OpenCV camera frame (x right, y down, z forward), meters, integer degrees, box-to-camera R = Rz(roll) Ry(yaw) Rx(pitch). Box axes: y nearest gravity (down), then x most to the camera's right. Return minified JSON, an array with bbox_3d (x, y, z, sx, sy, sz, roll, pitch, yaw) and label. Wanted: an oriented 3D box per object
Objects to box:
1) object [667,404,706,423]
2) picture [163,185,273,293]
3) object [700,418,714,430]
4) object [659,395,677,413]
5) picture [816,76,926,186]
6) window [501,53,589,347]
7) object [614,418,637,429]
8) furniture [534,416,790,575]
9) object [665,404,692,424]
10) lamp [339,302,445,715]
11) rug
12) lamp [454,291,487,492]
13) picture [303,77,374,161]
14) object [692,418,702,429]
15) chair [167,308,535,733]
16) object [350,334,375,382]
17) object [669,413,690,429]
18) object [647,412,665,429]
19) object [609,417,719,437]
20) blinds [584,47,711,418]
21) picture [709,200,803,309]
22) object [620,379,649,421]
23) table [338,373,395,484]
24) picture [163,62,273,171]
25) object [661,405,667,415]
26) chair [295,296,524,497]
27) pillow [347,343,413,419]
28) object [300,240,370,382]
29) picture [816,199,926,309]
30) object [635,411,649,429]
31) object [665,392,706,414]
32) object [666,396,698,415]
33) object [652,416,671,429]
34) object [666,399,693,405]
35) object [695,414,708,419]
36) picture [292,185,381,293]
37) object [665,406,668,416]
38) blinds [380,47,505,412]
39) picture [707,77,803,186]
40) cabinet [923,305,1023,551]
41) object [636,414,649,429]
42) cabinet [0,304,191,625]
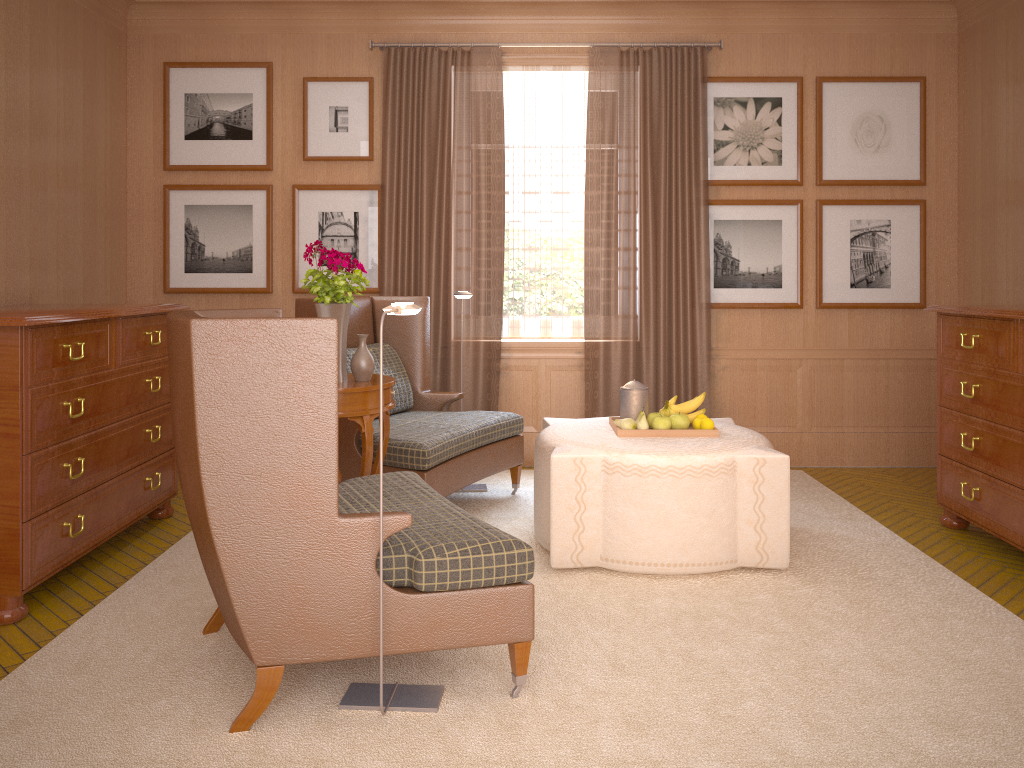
[{"bbox_3d":[1.463,0.241,7.328,0.397,0.173,0.072,-3,2,-24],"label":"object"},{"bbox_3d":[-3.376,-1.665,10.115,1.249,1.249,0.047,0,0,0],"label":"picture"},{"bbox_3d":[1.568,0.337,7.070,0.107,0.133,0.114,-3,4,-43],"label":"object"},{"bbox_3d":[1.307,0.195,7.444,0.104,0.159,0.377,1,6,24],"label":"object"},{"bbox_3d":[4.112,-2.895,10.084,1.249,1.249,0.047,0,0,0],"label":"picture"},{"bbox_3d":[0.387,-2.161,10.523,2.433,3.378,0.847,0,0,0],"label":"window"},{"bbox_3d":[0.905,0.336,7.066,0.194,0.128,0.133,2,4,20],"label":"object"},{"bbox_3d":[1.156,0.834,7.281,1.949,0.898,1.963,0,6,-3],"label":"furniture"},{"bbox_3d":[1.428,0.250,7.373,0.386,0.199,0.062,-4,3,-35],"label":"object"},{"bbox_3d":[-0.645,0.598,4.598,0.564,2.031,0.630,0,1,-29],"label":"lamp"},{"bbox_3d":[0.245,1.460,5.942,5.993,0.020,8.009,0,7,0],"label":"rug"},{"bbox_3d":[-0.466,0.070,8.938,0.564,2.026,0.630,0,1,-38],"label":"lamp"},{"bbox_3d":[-1.994,-3.041,10.109,0.805,0.958,0.047,0,0,0],"label":"picture"},{"bbox_3d":[1.525,0.333,7.156,0.111,0.110,0.134,0,4,3],"label":"object"},{"bbox_3d":[-1.053,0.573,5.042,1.721,1.972,1.917,-1,4,-25],"label":"chair"},{"bbox_3d":[-1.151,-0.203,6.785,0.186,0.358,0.186,1,2,34],"label":"object"},{"bbox_3d":[1.352,0.314,7.124,0.173,0.147,0.169,-4,6,-43],"label":"object"},{"bbox_3d":[1.186,0.305,7.233,0.155,0.134,0.160,0,4,4],"label":"object"},{"bbox_3d":[1.237,0.354,7.283,0.800,0.060,0.643,0,7,0],"label":"object"},{"bbox_3d":[1.534,-1.432,9.989,1.447,4.789,0.266,0,0,-1],"label":"blinds"},{"bbox_3d":[2.707,-1.488,10.090,1.249,1.249,0.047,0,0,0],"label":"picture"},{"bbox_3d":[1.023,0.156,7.359,0.234,0.392,0.235,-1,2,-33],"label":"object"},{"bbox_3d":[-1.371,0.658,6.818,0.925,1.371,1.043,0,3,8],"label":"table"},{"bbox_3d":[-3.376,-3.073,10.115,1.249,1.249,0.047,0,0,0],"label":"picture"},{"bbox_3d":[1.292,0.247,7.447,0.071,0.185,0.394,0,6,14],"label":"object"},{"bbox_3d":[-1.056,0.173,8.315,1.721,1.972,1.917,1,4,25],"label":"chair"},{"bbox_3d":[-1.450,-0.012,8.505,0.538,0.706,1.079,1,5,25],"label":"pillow"},{"bbox_3d":[-1.355,-0.570,6.795,0.525,1.089,0.457,0,1,-1],"label":"object"},{"bbox_3d":[4.112,-1.487,10.084,1.249,1.249,0.047,0,0,0],"label":"picture"},{"bbox_3d":[1.049,0.313,7.150,0.130,0.197,0.130,2,3,36],"label":"object"},{"bbox_3d":[1.461,0.162,7.341,0.404,0.169,0.071,-3,2,-23],"label":"object"},{"bbox_3d":[1.416,0.202,7.392,0.377,0.172,0.065,-4,3,-33],"label":"object"},{"bbox_3d":[1.201,0.325,7.063,0.155,0.134,0.160,0,4,4],"label":"object"},{"bbox_3d":[1.409,0.179,7.440,0.409,0.128,0.091,-6,5,-41],"label":"object"},{"bbox_3d":[1.574,0.314,7.304,0.107,0.133,0.114,-3,4,-43],"label":"object"},{"bbox_3d":[-1.994,-1.665,10.109,1.049,1.249,0.047,0,0,0],"label":"picture"},{"bbox_3d":[1.355,0.249,7.433,0.062,0.182,0.396,0,5,29],"label":"object"},{"bbox_3d":[-0.790,-1.427,9.996,1.428,4.799,0.266,0,0,2],"label":"blinds"},{"bbox_3d":[2.707,-2.895,10.090,1.249,1.249,0.047,0,0,0],"label":"picture"},{"bbox_3d":[4.379,0.433,6.488,1.416,1.938,2.783,0,5,0],"label":"cabinet"},{"bbox_3d":[1.043,0.313,7.033,0.098,0.148,0.098,2,3,36],"label":"object"},{"bbox_3d":[-3.717,0.388,6.855,1.416,1.938,2.783,0,5,0],"label":"cabinet"}]
